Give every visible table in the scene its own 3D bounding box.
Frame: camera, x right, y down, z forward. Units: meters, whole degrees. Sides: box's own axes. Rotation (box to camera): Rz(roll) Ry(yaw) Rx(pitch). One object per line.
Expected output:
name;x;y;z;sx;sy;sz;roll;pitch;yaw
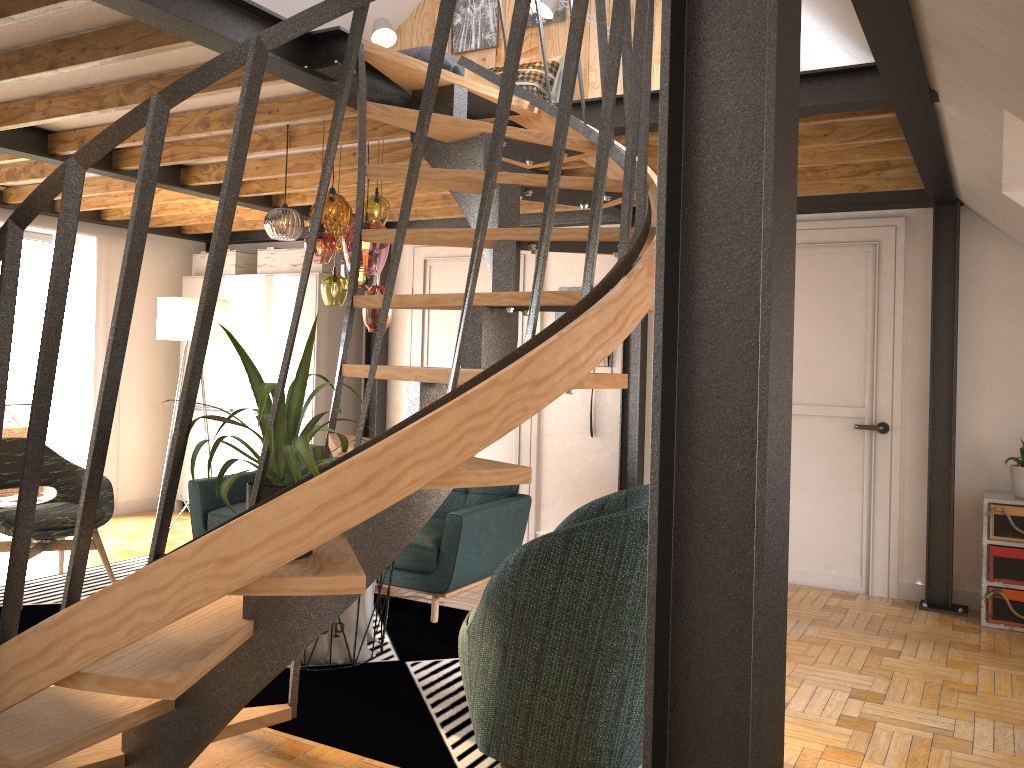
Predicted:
table;-0.868;0.890;4.109;0.681;0.686;0.681;2;0;-22

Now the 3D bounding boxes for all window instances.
window;-1.640;-0.952;1.746;8.634;4.468;7.780;2;1;29

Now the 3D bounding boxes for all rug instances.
rug;-1.260;1.217;4.404;3.502;0.010;1.699;2;2;29

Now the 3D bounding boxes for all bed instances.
bed;-0.696;-1.828;5.741;2.123;1.022;2.288;2;1;29

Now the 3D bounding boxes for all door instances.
door;-0.339;0.025;6.791;1.201;2.302;0.088;1;-1;29
door;1.811;0.117;5.610;1.201;2.302;0.088;1;-1;29

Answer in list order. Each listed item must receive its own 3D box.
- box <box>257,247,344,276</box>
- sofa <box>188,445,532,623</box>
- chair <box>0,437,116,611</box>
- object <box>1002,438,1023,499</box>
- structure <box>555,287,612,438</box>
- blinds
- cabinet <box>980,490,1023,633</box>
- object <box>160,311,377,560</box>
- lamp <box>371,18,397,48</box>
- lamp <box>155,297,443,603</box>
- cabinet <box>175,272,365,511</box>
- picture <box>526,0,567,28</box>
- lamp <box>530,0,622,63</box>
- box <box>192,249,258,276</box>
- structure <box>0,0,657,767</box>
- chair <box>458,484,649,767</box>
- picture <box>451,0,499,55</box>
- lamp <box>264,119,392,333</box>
box;-1.704;-0.991;7.246;0.642;0.218;0.376;2;1;24
sofa;-0.930;0.809;5.250;1.974;0.783;0.824;2;1;29
chair;-2.687;0.745;5.007;0.783;0.830;0.752;2;0;35
object;2.786;0.455;4.810;0.234;0.330;0.214;2;0;34
structure;0.496;-0.159;6.332;0.442;1.077;0.099;1;-1;29
blinds;-3.330;-0.101;6.975;0.124;2.288;0.666;1;-1;28
cabinet;2.986;0.976;4.740;0.834;0.696;0.379;2;0;29
object;-0.564;0.113;2.162;0.528;0.592;0.457;2;0;16
lamp;-1.076;-2.377;7.006;0.194;0.814;0.850;2;0;-18
lamp;-1.463;0.322;5.444;2.360;1.719;0.570;2;0;37
cabinet;-2.006;0.107;7.517;1.507;2.003;0.808;2;-1;29
picture;0.233;-2.910;6.550;0.381;0.507;0.011;2;-1;29
lamp;0.523;-2.308;6.132;0.850;0.814;0.194;2;-1;-14
box;-2.417;-1.021;7.618;0.642;0.218;0.376;3;1;39
structure;-0.380;-0.602;2.803;1.628;3.820;2.247;1;-1;44
chair;0.255;0.813;3.143;0.901;0.965;0.897;2;0;14
picture;-0.284;-2.845;6.831;0.421;0.555;0.017;2;-1;29
lamp;-0.870;-0.766;4.296;0.617;1.014;0.491;2;0;-21
